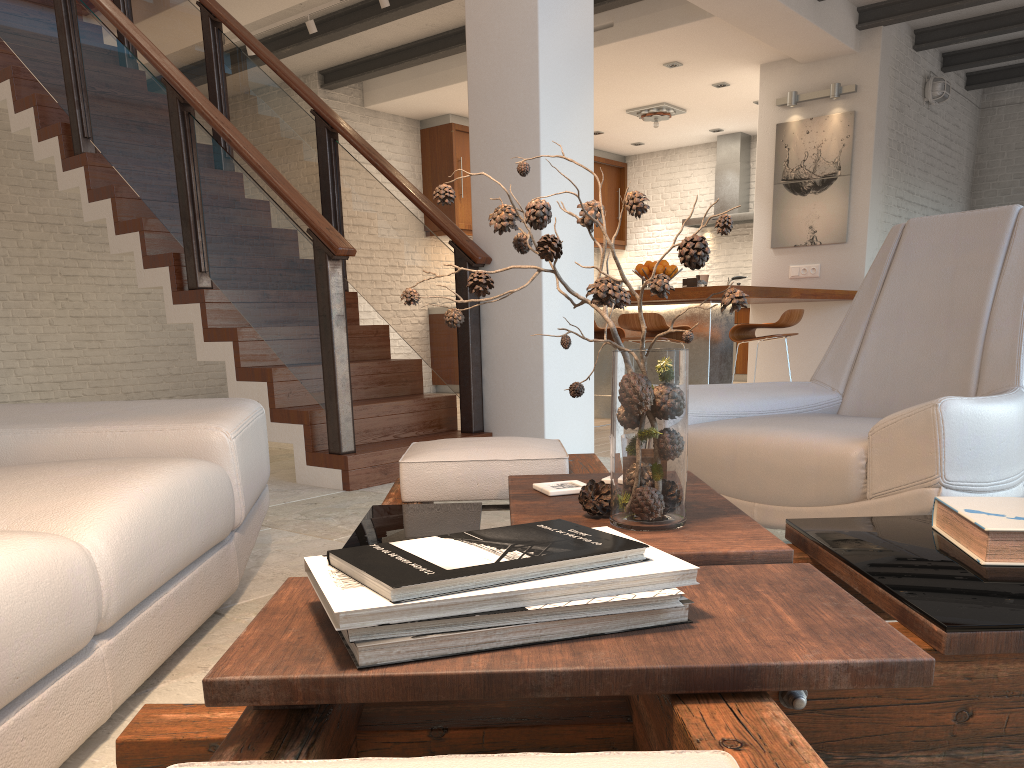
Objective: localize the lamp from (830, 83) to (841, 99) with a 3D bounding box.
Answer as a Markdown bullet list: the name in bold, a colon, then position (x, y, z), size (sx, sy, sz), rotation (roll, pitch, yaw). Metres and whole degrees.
- **lamp**: position (2.603, -2.357, 7.019), size (0.079, 0.108, 0.077), rotation (-6, 11, -22)

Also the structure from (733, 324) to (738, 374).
- **structure**: position (2.524, -0.433, 10.663), size (0.663, 0.596, 0.490), rotation (5, 12, 39)

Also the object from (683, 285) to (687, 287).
- **object**: position (1.339, -0.673, 6.046), size (0.391, 0.036, 0.194), rotation (2, 5, 43)

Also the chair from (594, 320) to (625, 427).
- **chair**: position (0.528, -0.097, 6.250), size (0.400, 0.800, 0.412), rotation (8, 15, 38)

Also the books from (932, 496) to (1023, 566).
- **books**: position (0.873, 0.228, 1.372), size (0.326, 0.058, 0.247), rotation (-1, 4, 10)

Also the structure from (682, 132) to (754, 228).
- **structure**: position (2.570, -2.413, 10.291), size (0.975, 1.025, 0.447), rotation (6, 14, 38)

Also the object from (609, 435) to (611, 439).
- **object**: position (0.243, 0.148, 1.779), size (0.091, 0.087, 0.088), rotation (-2, 9, -1)

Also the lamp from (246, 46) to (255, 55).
- **lamp**: position (-1.975, -2.541, 6.587), size (0.059, 0.133, 0.083), rotation (1, 11, 9)

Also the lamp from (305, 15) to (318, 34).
- **lamp**: position (-1.414, -2.526, 6.143), size (0.060, 0.133, 0.084), rotation (9, 15, 41)

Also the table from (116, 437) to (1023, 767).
- **table**: position (0.486, 0.400, 1.378), size (1.970, 0.443, 2.143), rotation (-1, 4, 0)

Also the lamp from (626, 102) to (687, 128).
- **lamp**: position (1.477, -2.714, 8.930), size (0.446, 0.176, 0.441), rotation (3, 7, 39)

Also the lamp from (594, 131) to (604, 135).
- **lamp**: position (0.959, -2.865, 9.885), size (0.122, 0.057, 0.121), rotation (3, 7, 39)

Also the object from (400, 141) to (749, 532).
- **object**: position (0.084, -0.077, 1.381), size (0.542, 0.627, 0.305), rotation (0, 12, 10)

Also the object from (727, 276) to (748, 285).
- **object**: position (2.682, -1.138, 10.320), size (0.260, 0.284, 0.257), rotation (-6, 10, -29)

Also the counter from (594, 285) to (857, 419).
- **counter**: position (1.499, -0.246, 6.958), size (1.669, 0.949, 2.448), rotation (4, 7, 39)

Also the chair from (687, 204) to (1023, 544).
- **chair**: position (1.015, 0.025, 2.466), size (0.960, 1.049, 1.006), rotation (-8, 11, -34)

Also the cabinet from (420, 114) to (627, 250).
- **cabinet**: position (0.283, -2.269, 10.348), size (0.455, 1.201, 3.278), rotation (9, 10, 39)

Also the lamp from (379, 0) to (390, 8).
- **lamp**: position (-0.837, -2.510, 5.684), size (0.060, 0.133, 0.084), rotation (9, 15, 41)

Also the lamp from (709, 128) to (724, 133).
- **lamp**: position (2.325, -2.901, 9.911), size (0.122, 0.057, 0.121), rotation (3, 7, 39)

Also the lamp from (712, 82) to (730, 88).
- **lamp**: position (1.920, -2.765, 8.005), size (0.122, 0.057, 0.121), rotation (3, 7, 39)

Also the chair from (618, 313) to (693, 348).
- **chair**: position (0.945, -0.085, 5.918), size (0.400, 0.800, 0.412), rotation (8, 15, 38)

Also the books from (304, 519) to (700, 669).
- **books**: position (-0.017, 0.224, 0.985), size (0.399, 0.077, 0.244), rotation (-3, 5, -18)

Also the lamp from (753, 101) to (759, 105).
- **lamp**: position (2.483, -2.823, 8.672), size (0.122, 0.057, 0.121), rotation (3, 7, 39)

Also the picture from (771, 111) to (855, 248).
- **picture**: position (2.517, -1.694, 7.332), size (0.647, 1.049, 0.019), rotation (7, 16, 37)

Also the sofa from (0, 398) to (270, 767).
- **sofa**: position (-1.256, 0.272, 1.451), size (1.144, 0.778, 2.263), rotation (-1, 5, -1)

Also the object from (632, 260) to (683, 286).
- **object**: position (1.053, -0.779, 6.309), size (0.366, 0.229, 0.352), rotation (-1, 7, 5)

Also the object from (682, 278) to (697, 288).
- **object**: position (1.265, -0.702, 6.152), size (0.094, 0.085, 0.111), rotation (-2, 7, -6)

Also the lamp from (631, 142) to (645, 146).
- **lamp**: position (1.522, -2.923, 10.551), size (0.122, 0.057, 0.121), rotation (3, 7, 39)

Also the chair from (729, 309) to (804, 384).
- **chair**: position (1.756, -0.108, 5.946), size (0.417, 0.800, 0.395), rotation (8, 15, 38)

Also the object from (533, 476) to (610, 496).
- **object**: position (0.179, 0.190, 1.736), size (0.271, 0.036, 0.242), rotation (-1, 4, 11)

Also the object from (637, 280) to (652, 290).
- **object**: position (1.776, -1.210, 11.434), size (0.318, 0.387, 0.065), rotation (6, 15, 38)

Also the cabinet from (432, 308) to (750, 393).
- **cabinet**: position (1.509, -1.427, 10.052), size (4.782, 2.929, 2.192), rotation (-1, 10, 4)

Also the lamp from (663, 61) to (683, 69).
- **lamp**: position (1.356, -2.707, 7.337), size (0.122, 0.057, 0.121), rotation (3, 7, 39)

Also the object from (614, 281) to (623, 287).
- **object**: position (0.776, -0.722, 6.428), size (0.090, 0.087, 0.089), rotation (5, 11, 36)

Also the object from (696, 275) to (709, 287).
- **object**: position (1.313, -0.708, 6.015), size (0.090, 0.087, 0.089), rotation (-8, 11, -35)

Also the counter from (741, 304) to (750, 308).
- **counter**: position (1.504, -0.864, 9.737), size (3.489, 0.072, 3.269), rotation (2, 5, 39)

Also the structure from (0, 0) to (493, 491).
- **structure**: position (-0.102, -1.729, 4.890), size (10.058, 4.272, 13.590), rotation (3, 6, 39)

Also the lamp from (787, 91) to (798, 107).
- **lamp**: position (2.327, -2.365, 7.238), size (0.079, 0.108, 0.077), rotation (-6, 11, -22)
